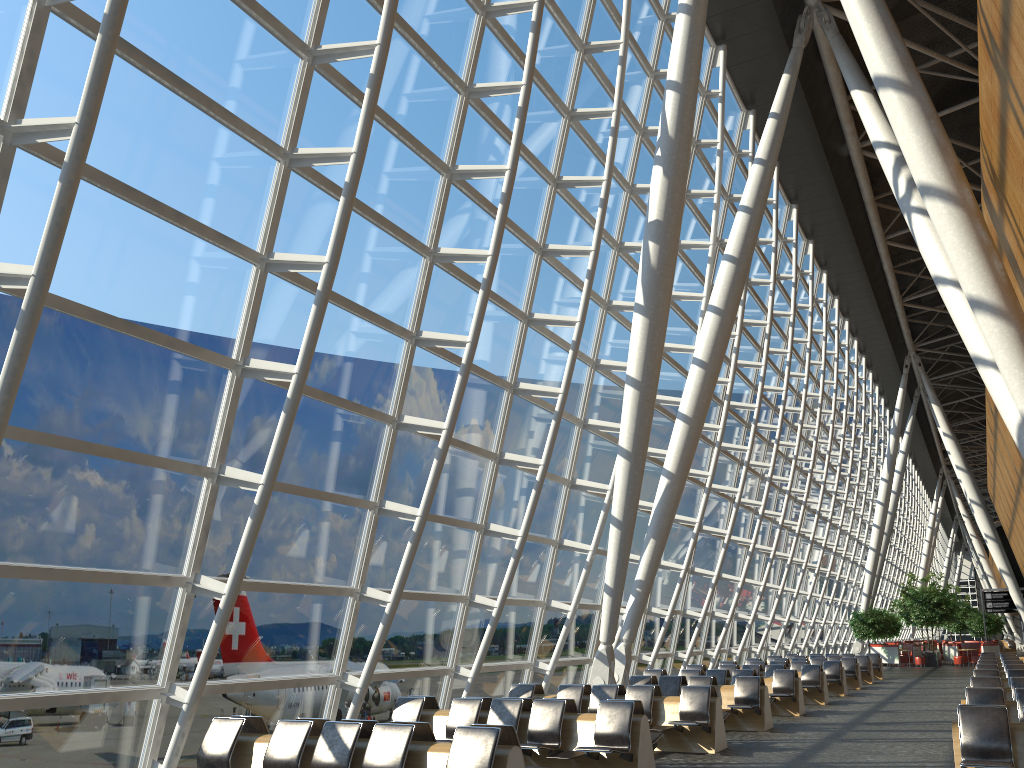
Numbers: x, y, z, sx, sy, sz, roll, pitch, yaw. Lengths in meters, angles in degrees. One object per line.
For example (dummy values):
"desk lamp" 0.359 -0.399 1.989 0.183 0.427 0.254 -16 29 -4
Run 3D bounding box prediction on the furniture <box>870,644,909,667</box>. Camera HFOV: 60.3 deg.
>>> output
"furniture" 17.990 13.022 42.339 0.888 0.986 2.894 0 -16 -4

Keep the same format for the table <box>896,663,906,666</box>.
"table" 18.636 13.148 42.352 0.798 0.735 0.817 -1 -14 -1

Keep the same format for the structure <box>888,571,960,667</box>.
"structure" 20.221 11.519 43.444 3.102 4.442 5.914 -5 -15 20

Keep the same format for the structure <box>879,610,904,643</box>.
"structure" 21.507 14.434 50.560 1.757 2.756 1.842 2 -13 -14

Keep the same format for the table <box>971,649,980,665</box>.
"table" 21.578 12.817 41.373 0.808 0.735 0.807 -14 -19 43

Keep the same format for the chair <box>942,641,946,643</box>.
"chair" 27.035 16.369 54.408 0.661 0.990 0.635 -4 -12 13

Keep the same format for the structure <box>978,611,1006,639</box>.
"structure" 31.400 16.305 57.895 1.884 2.935 1.975 2 -13 -14

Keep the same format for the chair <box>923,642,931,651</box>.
"chair" 22.424 14.631 48.147 0.627 0.990 0.670 8 -15 -36

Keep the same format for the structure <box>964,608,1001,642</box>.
"structure" 26.208 13.920 48.983 1.734 2.723 1.817 2 -13 -14

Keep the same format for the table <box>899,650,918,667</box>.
"table" 18.348 12.677 40.710 0.798 0.735 0.817 -1 -14 -1

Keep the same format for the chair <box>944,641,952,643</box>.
"chair" 25.469 15.376 50.889 0.625 0.990 0.673 5 -14 -26

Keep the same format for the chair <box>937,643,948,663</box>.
"chair" 21.933 13.548 44.376 0.625 0.990 0.673 5 -14 -26

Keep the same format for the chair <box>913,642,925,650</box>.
"chair" 22.737 15.008 49.466 0.665 0.990 0.631 8 -15 -36

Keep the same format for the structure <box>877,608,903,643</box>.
"structure" 20.147 13.572 47.573 1.784 2.794 1.870 2 -13 -14

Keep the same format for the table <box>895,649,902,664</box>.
"table" 19.436 13.810 44.686 0.808 0.735 0.807 -14 -19 43

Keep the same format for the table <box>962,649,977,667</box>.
"table" 20.746 12.463 40.101 0.808 0.735 0.807 -14 -19 43

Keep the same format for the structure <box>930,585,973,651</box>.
"structure" 28.133 15.346 57.113 5.788 4.445 3.136 11 -17 -38

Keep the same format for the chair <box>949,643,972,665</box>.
"chair" 21.418 12.901 42.108 0.623 0.990 0.674 3 -13 -17

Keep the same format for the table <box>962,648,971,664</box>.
"table" 22.334 13.462 43.643 0.808 0.735 0.807 -14 -19 43

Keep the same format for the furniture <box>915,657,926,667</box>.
"furniture" 18.664 12.697 40.287 0.443 0.450 0.452 4 -14 -19

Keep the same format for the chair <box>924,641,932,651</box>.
"chair" 26.519 17.060 56.769 0.661 0.990 0.636 1 -12 -7

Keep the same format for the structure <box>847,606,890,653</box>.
"structure" 16.776 11.866 41.361 1.734 2.723 1.817 2 -13 -14

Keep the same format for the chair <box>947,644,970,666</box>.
"chair" 20.848 12.637 41.166 0.661 0.990 0.635 3 -13 -17

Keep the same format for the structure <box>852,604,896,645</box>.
"structure" 18.065 12.496 43.942 1.918 2.909 1.905 -1 -12 2

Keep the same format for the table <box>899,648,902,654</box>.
"table" 20.211 14.131 45.839 0.800 0.735 0.816 -4 -14 14

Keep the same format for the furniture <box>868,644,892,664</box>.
"furniture" 18.912 13.809 45.108 0.897 0.987 2.863 -12 -19 39

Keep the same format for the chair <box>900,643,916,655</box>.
"chair" 20.043 13.668 44.684 0.661 0.990 0.635 3 -13 -17

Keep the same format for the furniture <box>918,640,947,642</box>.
"furniture" 36.985 23.224 78.393 3.270 0.851 1.688 -9 -17 27

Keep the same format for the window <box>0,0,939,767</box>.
"window" 29.278 13.404 67.221 3.738 13.756 169.049 -7 -17 27

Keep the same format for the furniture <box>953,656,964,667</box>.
"furniture" 20.256 12.570 39.937 0.447 0.450 0.448 -12 -17 39

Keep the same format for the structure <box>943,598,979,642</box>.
"structure" 26.826 14.620 52.664 2.302 3.406 2.244 -11 -16 39

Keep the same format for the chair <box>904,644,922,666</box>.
"chair" 18.888 12.804 41.634 0.627 0.990 0.670 8 -15 -36

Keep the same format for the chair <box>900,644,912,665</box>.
"chair" 19.201 13.181 42.953 0.665 0.990 0.631 8 -15 -36

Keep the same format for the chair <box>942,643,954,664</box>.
"chair" 21.639 13.228 43.251 0.663 0.990 0.634 5 -14 -26

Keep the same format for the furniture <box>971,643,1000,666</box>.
"furniture" 22.095 12.556 40.953 0.897 0.987 2.863 -12 -19 39
